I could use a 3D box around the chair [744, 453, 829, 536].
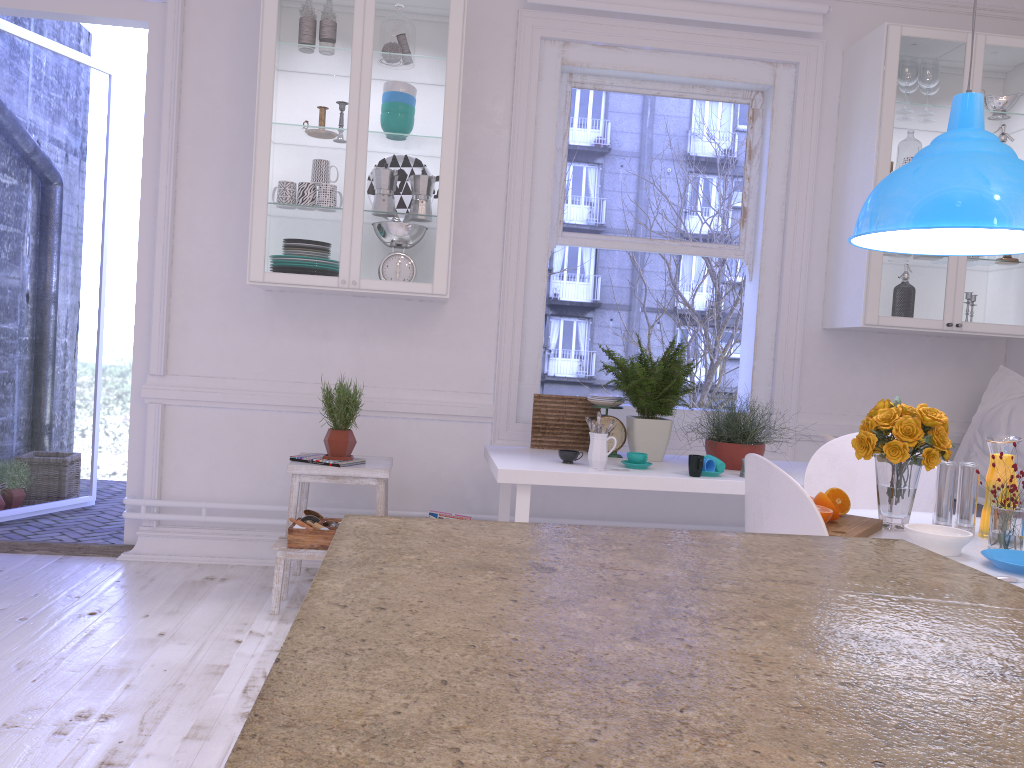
[{"bbox_3d":[0.743,0.589,1.978,0.483,0.845,0.604,3,2,-6],"label":"chair"}]

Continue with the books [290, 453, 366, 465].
[{"bbox_3d":[-0.747,0.303,3.604,0.246,0.007,0.180,5,2,24],"label":"books"}]

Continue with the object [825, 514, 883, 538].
[{"bbox_3d":[0.790,0.360,2.260,0.224,0.024,0.347,5,3,34],"label":"object"}]

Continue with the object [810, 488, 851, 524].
[{"bbox_3d":[0.782,0.310,2.282,0.129,0.075,0.285,5,3,30],"label":"object"}]

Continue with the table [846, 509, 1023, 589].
[{"bbox_3d":[1.171,0.718,2.122,1.140,0.629,1.140,5,2,23],"label":"table"}]

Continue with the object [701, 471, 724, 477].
[{"bbox_3d":[0.726,0.328,3.295,0.121,0.021,0.121,5,3,35],"label":"object"}]

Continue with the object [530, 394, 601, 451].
[{"bbox_3d":[0.234,0.169,3.843,0.294,0.237,0.028,3,2,-6],"label":"object"}]

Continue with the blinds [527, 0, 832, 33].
[{"bbox_3d":[0.750,-1.731,4.050,1.451,0.131,0.136,3,2,-6],"label":"blinds"}]

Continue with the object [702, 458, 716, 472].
[{"bbox_3d":[0.713,0.301,3.289,0.069,0.058,0.080,2,3,-33],"label":"object"}]

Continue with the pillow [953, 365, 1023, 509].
[{"bbox_3d":[2.284,0.239,3.971,0.374,0.642,0.677,2,3,-35],"label":"pillow"}]

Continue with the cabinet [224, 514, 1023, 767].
[{"bbox_3d":[0.168,0.610,0.453,0.654,0.842,1.167,3,2,-6],"label":"cabinet"}]

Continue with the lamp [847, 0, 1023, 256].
[{"bbox_3d":[1.295,-1.361,2.424,0.568,1.948,0.568,5,2,28],"label":"lamp"}]

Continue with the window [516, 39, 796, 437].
[{"bbox_3d":[0.674,-0.672,4.279,1.234,1.782,0.181,3,2,-6],"label":"window"}]

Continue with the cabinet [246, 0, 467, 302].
[{"bbox_3d":[-0.646,-1.044,3.794,0.823,1.311,0.425,3,2,-6],"label":"cabinet"}]

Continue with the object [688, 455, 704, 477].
[{"bbox_3d":[0.667,0.299,3.225,0.055,0.077,0.070,4,2,20],"label":"object"}]

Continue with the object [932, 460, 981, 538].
[{"bbox_3d":[1.168,0.301,2.335,0.101,0.186,0.122,5,2,24],"label":"object"}]

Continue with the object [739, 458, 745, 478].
[{"bbox_3d":[0.885,0.314,3.311,0.066,0.067,0.052,3,2,-5],"label":"object"}]

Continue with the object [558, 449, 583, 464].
[{"bbox_3d":[0.216,0.278,3.385,0.082,0.048,0.079,6,3,44],"label":"object"}]

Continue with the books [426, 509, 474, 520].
[{"bbox_3d":[-0.312,0.708,3.733,0.221,0.306,0.205,5,2,28],"label":"books"}]

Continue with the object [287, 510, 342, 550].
[{"bbox_3d":[-0.669,0.558,3.383,0.358,0.110,0.211,4,2,-3],"label":"object"}]

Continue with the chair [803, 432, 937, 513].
[{"bbox_3d":[1.059,0.577,2.805,0.604,0.845,0.483,6,3,40],"label":"chair"}]

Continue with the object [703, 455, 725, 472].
[{"bbox_3d":[0.748,0.297,3.305,0.069,0.059,0.082,3,2,-28],"label":"object"}]

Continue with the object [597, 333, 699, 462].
[{"bbox_3d":[0.563,0.050,3.646,0.438,0.527,0.368,3,2,-6],"label":"object"}]

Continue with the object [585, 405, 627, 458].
[{"bbox_3d":[0.398,0.197,3.752,0.159,0.208,0.185,3,2,-6],"label":"object"}]

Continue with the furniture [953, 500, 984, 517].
[{"bbox_3d":[2.131,0.826,2.511,0.769,0.508,3.296,3,2,-6],"label":"furniture"}]

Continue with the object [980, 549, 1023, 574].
[{"bbox_3d":[1.134,0.395,1.940,0.196,0.023,0.196,3,2,-18],"label":"object"}]

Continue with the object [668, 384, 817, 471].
[{"bbox_3d":[0.921,0.174,3.589,0.668,0.367,0.531,4,2,19],"label":"object"}]

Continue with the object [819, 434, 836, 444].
[{"bbox_3d":[1.337,0.288,3.666,0.127,0.152,0.115,3,2,-23],"label":"object"}]

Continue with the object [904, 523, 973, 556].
[{"bbox_3d":[0.996,0.366,2.076,0.147,0.052,0.147,5,3,37],"label":"object"}]

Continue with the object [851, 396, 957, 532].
[{"bbox_3d":[1.022,0.209,2.325,0.234,0.351,0.235,2,3,-41],"label":"object"}]

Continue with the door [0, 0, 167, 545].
[{"bbox_3d":[-2.149,-0.512,4.446,1.009,2.474,1.021,3,2,-6],"label":"door"}]

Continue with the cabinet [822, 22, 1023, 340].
[{"bbox_3d":[1.956,-0.886,4.053,0.823,1.311,0.425,3,2,-6],"label":"cabinet"}]

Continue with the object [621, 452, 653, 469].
[{"bbox_3d":[0.476,0.291,3.378,0.121,0.055,0.121,5,3,35],"label":"object"}]

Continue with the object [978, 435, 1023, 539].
[{"bbox_3d":[1.278,0.268,2.319,0.094,0.267,0.116,5,2,21],"label":"object"}]

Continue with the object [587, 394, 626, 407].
[{"bbox_3d":[0.401,0.070,3.758,0.164,0.047,0.163,6,3,44],"label":"object"}]

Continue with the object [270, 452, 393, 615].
[{"bbox_3d":[-0.707,0.588,3.588,0.418,0.534,0.599,3,2,-6],"label":"object"}]

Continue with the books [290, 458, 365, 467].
[{"bbox_3d":[-0.747,0.311,3.604,0.246,0.011,0.180,5,2,24],"label":"books"}]

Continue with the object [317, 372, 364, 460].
[{"bbox_3d":[-0.682,0.119,3.592,0.196,0.367,0.186,5,3,39],"label":"object"}]

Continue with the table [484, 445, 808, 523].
[{"bbox_3d":[0.648,0.634,3.556,1.514,0.619,0.736,3,2,-6],"label":"table"}]

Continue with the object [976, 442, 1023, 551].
[{"bbox_3d":[1.201,0.260,2.117,0.128,0.287,0.128,4,2,-4],"label":"object"}]
